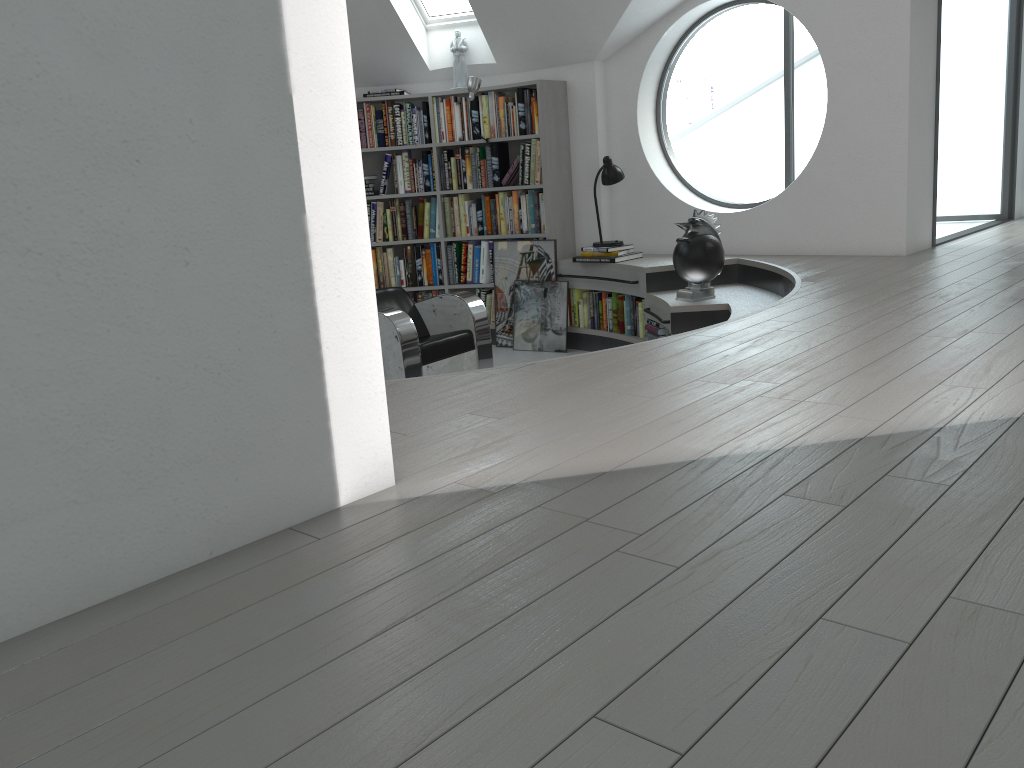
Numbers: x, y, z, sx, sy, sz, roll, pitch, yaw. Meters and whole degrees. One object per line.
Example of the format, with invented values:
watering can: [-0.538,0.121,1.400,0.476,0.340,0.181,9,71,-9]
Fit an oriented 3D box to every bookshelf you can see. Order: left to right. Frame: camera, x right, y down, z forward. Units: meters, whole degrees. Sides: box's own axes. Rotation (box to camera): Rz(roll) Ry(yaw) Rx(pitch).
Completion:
bookshelf: [-1.719,-1.080,6.216,2.112,1.869,4.352,7,17,41]

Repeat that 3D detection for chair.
chair: [-0.668,-0.227,5.581,0.742,0.715,0.827,5,16,36]

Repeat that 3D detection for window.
window: [-1.845,-2.801,5.859,1.935,0.709,4.073,7,18,41]
window: [1.699,-2.020,6.447,1.473,1.461,0.104,7,16,41]

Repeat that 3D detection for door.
door: [3.645,-2.559,7.511,1.052,2.333,0.080,2,13,27]

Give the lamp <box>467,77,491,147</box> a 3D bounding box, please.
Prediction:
lamp: [-0.233,-2.099,6.854,0.112,0.522,0.276,3,14,32]

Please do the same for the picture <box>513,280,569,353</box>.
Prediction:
picture: [0.222,-0.530,6.941,0.490,0.552,0.107,4,14,32]

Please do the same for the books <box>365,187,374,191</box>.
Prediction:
books: [-1.300,-1.609,7.365,0.286,0.031,0.271,-7,14,-12]

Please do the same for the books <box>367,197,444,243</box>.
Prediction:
books: [-1.008,-1.365,7.380,0.974,0.350,0.253,-5,12,-5]

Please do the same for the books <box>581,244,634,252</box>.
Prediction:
books: [0.713,-1.019,6.641,0.270,0.031,0.286,-14,17,-36]

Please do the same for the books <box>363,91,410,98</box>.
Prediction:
books: [-1.017,-2.354,7.252,0.336,0.036,0.318,-3,13,5]

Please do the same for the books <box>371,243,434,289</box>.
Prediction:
books: [-1.066,-0.988,7.460,0.872,0.348,0.273,-6,12,-6]

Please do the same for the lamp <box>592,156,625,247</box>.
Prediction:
lamp: [0.717,-1.360,6.594,0.323,0.656,0.234,-12,14,-32]

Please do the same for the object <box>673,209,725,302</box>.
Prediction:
object: [1.171,-0.814,5.565,0.320,0.559,0.322,-1,13,15]

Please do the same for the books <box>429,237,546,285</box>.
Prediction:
books: [-0.126,-1.018,7.306,1.184,0.357,0.305,2,14,23]

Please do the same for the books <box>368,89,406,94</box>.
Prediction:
books: [-1.019,-2.382,7.247,0.247,0.027,0.234,-1,14,14]

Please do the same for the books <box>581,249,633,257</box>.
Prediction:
books: [0.716,-0.987,6.648,0.304,0.034,0.288,4,16,31]

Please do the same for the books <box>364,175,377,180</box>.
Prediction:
books: [-1.307,-1.700,7.346,0.286,0.031,0.271,1,14,22]

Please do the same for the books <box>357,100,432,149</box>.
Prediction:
books: [-1.130,-2.109,7.232,0.969,0.365,0.307,-5,12,-4]

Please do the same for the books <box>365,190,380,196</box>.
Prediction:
books: [-1.298,-1.577,7.371,0.388,0.042,0.367,-6,13,-7]

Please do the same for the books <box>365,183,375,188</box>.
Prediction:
books: [-1.302,-1.639,7.358,0.286,0.031,0.271,-4,13,2]

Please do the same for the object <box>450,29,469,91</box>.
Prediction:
object: [-0.417,-2.573,7.049,0.179,0.470,0.179,-14,15,-38]

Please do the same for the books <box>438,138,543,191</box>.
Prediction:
books: [-0.120,-1.761,7.131,1.052,0.356,0.281,3,14,27]

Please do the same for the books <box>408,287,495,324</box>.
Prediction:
books: [-0.757,-0.646,7.500,1.497,0.309,0.362,-3,13,4]

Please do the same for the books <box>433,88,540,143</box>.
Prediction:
books: [-0.157,-2.135,7.060,1.014,0.360,0.294,2,14,24]

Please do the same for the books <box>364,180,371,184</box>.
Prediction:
books: [-1.305,-1.669,7.352,0.226,0.036,0.215,-4,13,2]

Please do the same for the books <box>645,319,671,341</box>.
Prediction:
books: [1.072,-0.302,5.783,0.240,0.167,0.669,-6,13,-7]

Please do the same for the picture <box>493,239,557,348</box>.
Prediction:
picture: [0.106,-0.713,7.059,0.579,0.858,0.091,3,14,32]

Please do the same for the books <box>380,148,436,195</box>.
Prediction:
books: [-0.842,-1.759,7.346,0.553,0.349,0.257,-4,12,-1]

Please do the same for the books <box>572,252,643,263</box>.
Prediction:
books: [0.718,-0.951,6.655,0.388,0.042,0.367,8,18,41]

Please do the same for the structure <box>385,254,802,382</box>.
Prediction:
structure: [-0.634,-0.195,5.462,4.709,0.689,4.738,-5,13,-3]

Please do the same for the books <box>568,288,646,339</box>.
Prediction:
books: [0.759,-0.553,6.652,0.273,0.296,1.151,-12,15,-32]

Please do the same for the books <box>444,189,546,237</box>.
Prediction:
books: [-0.084,-1.389,7.212,1.021,0.346,0.277,3,14,27]
